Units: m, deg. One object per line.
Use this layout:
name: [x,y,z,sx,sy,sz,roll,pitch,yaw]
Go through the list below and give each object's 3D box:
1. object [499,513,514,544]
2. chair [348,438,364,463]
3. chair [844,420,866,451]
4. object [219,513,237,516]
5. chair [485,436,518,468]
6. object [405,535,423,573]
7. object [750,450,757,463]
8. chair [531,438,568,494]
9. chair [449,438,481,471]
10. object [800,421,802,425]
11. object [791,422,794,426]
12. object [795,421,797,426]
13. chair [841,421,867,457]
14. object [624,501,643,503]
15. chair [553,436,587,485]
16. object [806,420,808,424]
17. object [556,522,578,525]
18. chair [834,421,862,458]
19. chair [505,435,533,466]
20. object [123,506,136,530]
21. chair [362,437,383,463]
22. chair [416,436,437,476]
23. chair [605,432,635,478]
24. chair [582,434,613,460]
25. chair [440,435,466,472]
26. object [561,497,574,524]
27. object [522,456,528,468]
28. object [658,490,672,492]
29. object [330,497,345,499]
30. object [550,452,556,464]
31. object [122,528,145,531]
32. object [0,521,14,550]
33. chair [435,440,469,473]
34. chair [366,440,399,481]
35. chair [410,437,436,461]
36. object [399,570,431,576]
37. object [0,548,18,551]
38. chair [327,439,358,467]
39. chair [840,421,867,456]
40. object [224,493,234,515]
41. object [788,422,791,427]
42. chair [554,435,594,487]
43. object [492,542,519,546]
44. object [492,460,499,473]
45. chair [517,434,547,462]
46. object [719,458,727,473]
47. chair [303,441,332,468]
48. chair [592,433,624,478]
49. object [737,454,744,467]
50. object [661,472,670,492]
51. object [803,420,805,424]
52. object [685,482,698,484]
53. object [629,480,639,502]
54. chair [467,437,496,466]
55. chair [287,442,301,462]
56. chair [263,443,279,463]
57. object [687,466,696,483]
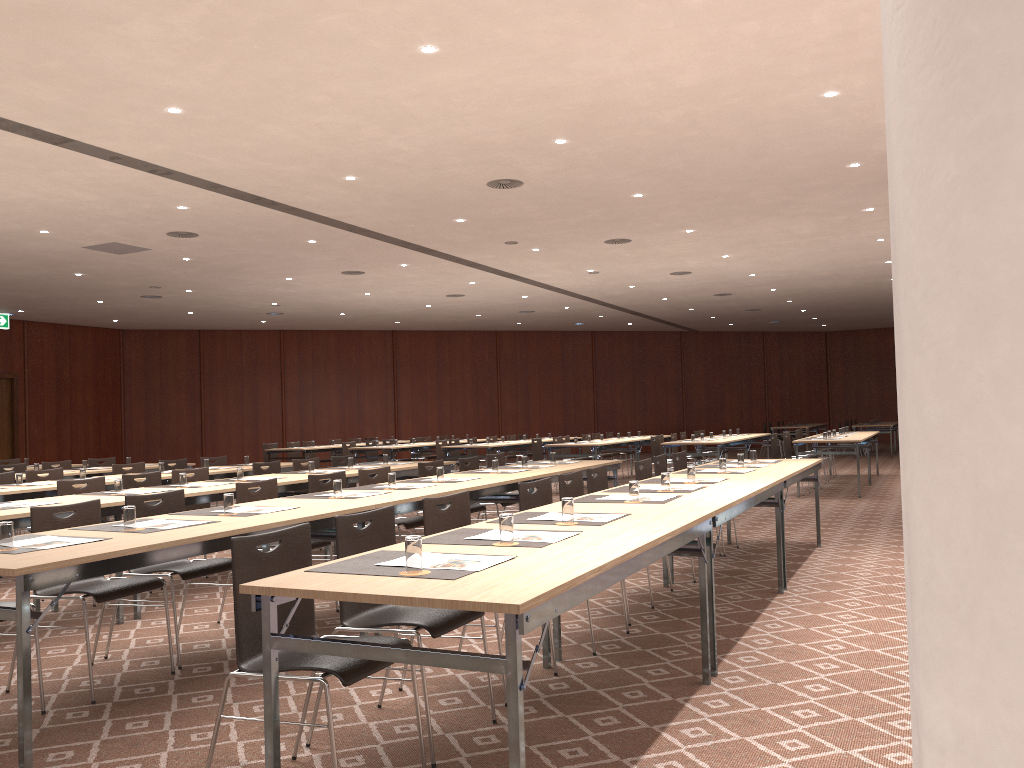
object: [-0.021,0.557,3.412,0.054,0.114,0.054,-1,-2,-31]
chair: [-3.510,1.722,20.524,0.614,0.939,0.536,-3,-2,23]
chair: [9.640,1.478,24.946,0.614,0.939,0.536,-3,-2,25]
object: [-1.558,0.715,4.862,0.102,0.001,0.102,-2,-2,14]
chair: [-0.242,1.536,18.234,0.614,0.939,0.536,-3,-2,25]
object: [-0.314,0.544,2.837,0.054,0.114,0.054,-2,-2,-8]
object: [2.206,0.661,8.102,0.054,0.114,0.054,-2,-2,-8]
chair: [0.590,1.403,15.344,0.614,0.939,0.536,-3,-2,25]
chair: [-0.939,1.504,16.780,0.614,0.939,0.536,-3,-2,24]
object: [8.274,1.112,25.354,0.054,0.114,0.054,-1,-2,-31]
object: [7.557,1.080,23.895,0.054,0.114,0.054,-2,-2,-8]
object: [7.842,1.093,24.483,0.054,0.114,0.054,-2,-2,-8]
chair: [8.989,1.438,23.318,0.614,0.939,0.536,-3,-2,26]
object: [0.666,0.647,4.870,0.102,0.001,0.102,-1,-2,-8]
chair: [0.976,1.412,15.913,0.614,0.939,0.536,-2,-2,23]
object: [8.826,1.138,26.532,0.054,0.114,0.054,-1,-2,-31]
object: [0.246,0.627,3.985,0.102,0.001,0.102,-1,-2,-8]
chair: [8.634,1.432,22.846,0.614,0.939,0.536,-3,-2,28]
chair: [0.149,1.545,18.812,0.614,0.939,0.536,-3,-2,26]
object: [-1.842,0.645,4.272,0.054,0.114,0.054,-1,-2,-31]
chair: [-3.265,1.739,21.174,0.614,0.939,0.536,-3,-2,24]
chair: [-1.759,1.637,19.693,0.614,0.939,0.536,-3,-2,27]
chair: [2.210,1.469,18.487,0.614,0.939,0.536,-3,-2,24]
chair: [1.621,1.446,17.356,0.614,0.939,0.536,-3,-2,28]
chair: [-1.396,1.649,20.311,0.614,0.939,0.536,-3,-2,24]
object: [0.252,0.570,4.003,0.054,0.114,0.054,-1,-2,-31]
object: [0.119,0.736,8.366,0.054,0.114,0.054,-1,-2,-31]
object: [0.946,0.660,5.465,0.102,0.001,0.102,-1,-2,-8]
object: [-1.132,0.734,5.721,0.102,0.001,0.102,-2,-2,14]
object: [0.414,0.748,8.953,0.054,0.114,0.054,-2,-2,-8]
object: [-1.823,0.702,4.274,0.102,0.001,0.102,-2,-2,14]
object: [-2.109,0.632,3.698,0.054,0.114,0.054,-2,-2,-8]
chair: [-1.129,1.486,16.145,0.614,0.939,0.536,-3,-2,25]
chair: [-2.638,1.588,17.620,0.614,0.939,0.536,-2,-2,23]
chair: [-1.932,1.620,19.093,0.614,0.939,0.536,-3,-2,27]
object: [-0.309,0.601,2.822,0.102,0.001,0.102,-1,-2,-8]
object: [-2.111,0.689,3.688,0.102,0.001,0.102,-3,-3,37]
chair: [-3.841,1.712,19.971,0.614,0.939,0.536,-3,-2,28]
chair: [9.214,1.455,23.954,0.614,0.939,0.536,-3,-2,28]
object: [-1.552,0.658,4.864,0.054,0.114,0.054,-1,-2,-31]
object: [7.295,1.066,23.308,0.054,0.114,0.054,-2,-2,-8]
chair: [1.150,1.429,16.515,0.614,0.939,0.536,-3,-2,27]
object: [-0.024,0.614,3.403,0.102,0.001,0.102,-1,-2,-8]
object: [-0.147,0.722,7.789,0.054,0.114,0.054,-1,-2,-31]
chair: [0.407,1.561,19.449,0.614,0.939,0.536,-3,-2,28]
object: [1.646,0.635,6.919,0.054,0.114,0.054,-2,-2,-8]
chair: [-4.240,1.694,19.140,0.614,0.939,0.536,-2,-2,23]
chair: [1.878,1.463,18.034,0.614,0.939,0.536,-3,-2,28]
object: [1.938,0.648,7.509,0.054,0.114,0.054,-2,-2,-8]
object: [0.946,0.602,5.458,0.054,0.114,0.054,-2,-2,-8]
object: [8.547,1.125,25.936,0.054,0.114,0.054,-1,-2,-31]
object: [1.219,0.673,6.035,0.102,0.001,0.102,-1,-2,-8]
object: [0.672,0.589,4.879,0.054,0.114,0.054,-2,-2,-8]
chair: [-0.619,1.513,17.308,0.614,0.939,0.536,-2,-2,23]
chair: [-4.421,1.676,18.523,0.614,0.939,0.536,-3,-2,24]
chair: [-4.751,1.665,17.934,0.614,0.939,0.536,-3,-2,27]
object: [1.224,0.616,6.052,0.054,0.114,0.054,-2,-2,-8]
